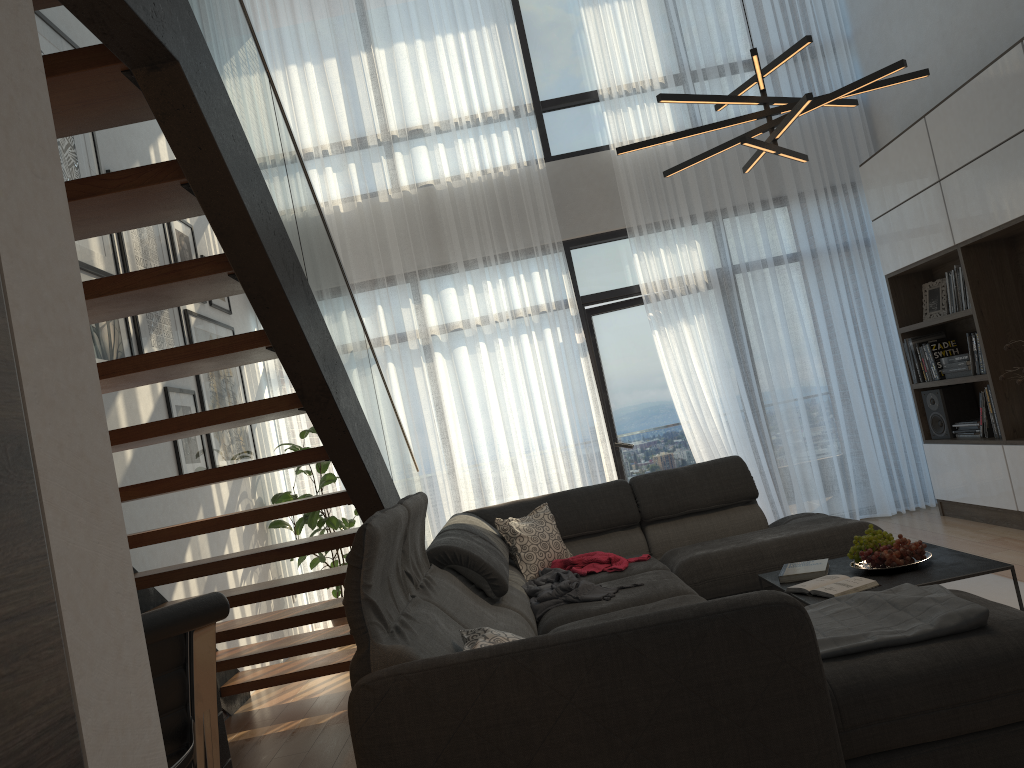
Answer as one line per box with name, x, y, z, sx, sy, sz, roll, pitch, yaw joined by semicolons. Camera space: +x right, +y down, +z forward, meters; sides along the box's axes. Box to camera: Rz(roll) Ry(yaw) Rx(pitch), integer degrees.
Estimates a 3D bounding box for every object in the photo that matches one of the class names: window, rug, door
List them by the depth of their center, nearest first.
rug;1.548;1.009;3.222;1.606;0.013;2.496;-12;-3;-1
window;0.654;0.134;6.729;4.808;2.501;0.119;-12;-3;-1
door;1.288;0.266;6.828;1.118;1.976;0.206;-12;-3;9
window;0.032;-2.897;6.912;4.808;2.500;0.119;-12;-3;-1

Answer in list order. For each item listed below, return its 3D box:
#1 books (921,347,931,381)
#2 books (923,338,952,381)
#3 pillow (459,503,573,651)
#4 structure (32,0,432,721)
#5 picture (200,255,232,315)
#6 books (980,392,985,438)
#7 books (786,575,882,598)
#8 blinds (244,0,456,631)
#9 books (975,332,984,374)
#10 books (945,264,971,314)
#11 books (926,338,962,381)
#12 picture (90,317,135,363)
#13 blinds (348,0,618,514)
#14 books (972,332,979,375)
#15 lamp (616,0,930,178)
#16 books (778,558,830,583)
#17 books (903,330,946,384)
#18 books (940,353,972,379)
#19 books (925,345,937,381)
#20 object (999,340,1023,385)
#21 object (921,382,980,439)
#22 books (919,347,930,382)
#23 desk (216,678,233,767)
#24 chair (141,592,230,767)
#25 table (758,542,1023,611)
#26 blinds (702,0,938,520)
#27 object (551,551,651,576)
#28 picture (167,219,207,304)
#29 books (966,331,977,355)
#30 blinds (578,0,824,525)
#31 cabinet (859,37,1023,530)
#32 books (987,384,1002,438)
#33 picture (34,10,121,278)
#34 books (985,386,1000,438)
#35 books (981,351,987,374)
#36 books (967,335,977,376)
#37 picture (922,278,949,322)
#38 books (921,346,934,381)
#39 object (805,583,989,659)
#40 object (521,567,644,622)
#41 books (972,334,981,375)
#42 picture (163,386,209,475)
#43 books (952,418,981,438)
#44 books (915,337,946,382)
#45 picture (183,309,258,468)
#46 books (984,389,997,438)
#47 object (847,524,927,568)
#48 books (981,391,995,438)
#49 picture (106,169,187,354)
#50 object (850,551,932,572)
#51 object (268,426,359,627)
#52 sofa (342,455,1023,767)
books;2.832;-0.148;5.889;0.170;0.236;0.049;-12;-3;0
books;2.834;-0.160;5.839;0.193;0.255;0.066;-12;-3;-1
pillow;0.061;0.768;3.420;0.386;0.364;2.734;-12;-3;3
structure;-1.211;-0.012;2.177;1.289;3.460;5.660;-12;-3;-1
picture;-1.944;-0.645;5.831;0.025;0.333;0.410;-12;-3;-1
books;2.989;0.169;5.440;0.232;0.284;0.142;-12;-3;-1
books;1.157;0.732;3.221;0.199;0.025;0.294;-10;-4;-21
blinds;-1.397;-1.044;6.552;1.223;5.581;0.218;-11;-3;-3
books;2.845;-0.199;5.217;0.191;0.249;0.084;-12;-3;-1
books;2.849;-0.610;5.486;0.185;0.299;0.367;-12;-3;-1
books;2.830;-0.162;5.774;0.191;0.249;0.083;-12;-3;-1
picture;-1.835;-0.212;4.013;0.025;0.410;0.504;-12;-3;-1
blinds;-0.335;-1.259;6.590;1.374;5.581;0.218;-11;-3;-3
books;2.846;-0.197;5.281;0.192;0.254;0.075;-12;-3;-2
lamp;0.664;-2.678;3.552;1.200;3.645;0.831;-12;-3;9
books;1.170;0.747;3.546;0.179;0.029;0.225;-13;-4;22
books;2.840;-0.180;6.037;0.259;0.321;0.128;-12;-3;-1
books;2.900;-0.132;5.556;0.277;0.137;0.343;-12;-3;-1
books;2.828;-0.155;5.808;0.177;0.242;0.066;-12;-3;-1
object;2.909;-0.018;4.725;0.542;0.598;0.317;-14;-4;35
object;2.946;0.184;5.956;0.244;0.331;0.214;-11;-3;-11
books;2.839;-0.149;5.913;0.189;0.240;0.053;-12;-3;0
desk;-1.230;1.120;1.835;0.610;0.750;2.182;-12;-3;-1
chair;-0.664;0.834;1.106;0.700;0.991;0.651;-14;-4;34
table;1.407;0.868;3.370;0.700;0.323;0.700;-12;-3;-1
blinds;2.124;-1.763;6.617;1.163;5.581;0.218;-11;-3;-3
object;0.375;0.872;4.324;0.536;0.077;0.323;-14;-4;33
picture;-1.962;-0.758;5.338;0.025;0.504;0.410;-12;-3;-1
books;2.849;-0.198;5.328;0.197;0.260;0.066;-12;-3;-1
blinds;1.254;-1.590;6.527;0.858;5.579;0.589;-10;-4;-24
cabinet;2.835;-0.466;4.145;0.338;2.494;4.036;-12;-3;-1
books;2.977;0.139;5.260;0.237;0.326;0.026;-12;-3;-1
picture;-2.061;-1.356;3.440;0.028;1.678;1.785;-12;-3;-1
books;2.975;0.148;5.292;0.237;0.314;0.034;-12;-3;-1
books;2.845;-0.206;5.183;0.197;0.260;0.066;-12;-3;-1
books;2.823;-0.184;5.305;0.172;0.242;0.069;-12;-3;0
picture;2.890;-0.571;6.030;0.114;0.270;0.216;-10;-4;-20
books;2.824;-0.151;5.867;0.169;0.242;0.050;-12;-3;-1
object;1.032;0.781;2.507;0.548;0.369;0.685;-12;-3;7
object;0.197;0.911;3.910;0.411;0.118;0.905;-10;-4;-25
books;2.834;-0.191;5.255;0.179;0.243;0.071;-12;-3;-2
picture;-1.745;0.272;4.770;0.025;0.504;0.410;-12;-3;-1
books;2.969;0.280;5.660;0.204;0.099;0.325;-12;-3;-1
books;2.840;-0.163;5.946;0.202;0.268;0.053;-12;-3;-1
picture;-1.790;0.078;5.521;0.025;0.990;0.871;-12;-3;-1
books;2.972;0.159;5.323;0.213;0.301;0.028;-12;-3;-1
object;1.437;0.611;3.379;0.256;0.173;0.279;-11;-3;-3
books;2.971;0.166;5.388;0.210;0.289;0.100;-12;-3;-2
picture;-1.911;-0.562;4.702;0.025;0.990;0.654;-12;-3;-1
object;1.444;0.682;3.381;0.295;0.026;0.295;-11;-3;-7
object;-1.301;1.024;6.075;0.528;1.463;0.774;-13;-4;20
sofa;0.663;0.711;3.530;2.108;0.995;3.169;-12;-3;0
